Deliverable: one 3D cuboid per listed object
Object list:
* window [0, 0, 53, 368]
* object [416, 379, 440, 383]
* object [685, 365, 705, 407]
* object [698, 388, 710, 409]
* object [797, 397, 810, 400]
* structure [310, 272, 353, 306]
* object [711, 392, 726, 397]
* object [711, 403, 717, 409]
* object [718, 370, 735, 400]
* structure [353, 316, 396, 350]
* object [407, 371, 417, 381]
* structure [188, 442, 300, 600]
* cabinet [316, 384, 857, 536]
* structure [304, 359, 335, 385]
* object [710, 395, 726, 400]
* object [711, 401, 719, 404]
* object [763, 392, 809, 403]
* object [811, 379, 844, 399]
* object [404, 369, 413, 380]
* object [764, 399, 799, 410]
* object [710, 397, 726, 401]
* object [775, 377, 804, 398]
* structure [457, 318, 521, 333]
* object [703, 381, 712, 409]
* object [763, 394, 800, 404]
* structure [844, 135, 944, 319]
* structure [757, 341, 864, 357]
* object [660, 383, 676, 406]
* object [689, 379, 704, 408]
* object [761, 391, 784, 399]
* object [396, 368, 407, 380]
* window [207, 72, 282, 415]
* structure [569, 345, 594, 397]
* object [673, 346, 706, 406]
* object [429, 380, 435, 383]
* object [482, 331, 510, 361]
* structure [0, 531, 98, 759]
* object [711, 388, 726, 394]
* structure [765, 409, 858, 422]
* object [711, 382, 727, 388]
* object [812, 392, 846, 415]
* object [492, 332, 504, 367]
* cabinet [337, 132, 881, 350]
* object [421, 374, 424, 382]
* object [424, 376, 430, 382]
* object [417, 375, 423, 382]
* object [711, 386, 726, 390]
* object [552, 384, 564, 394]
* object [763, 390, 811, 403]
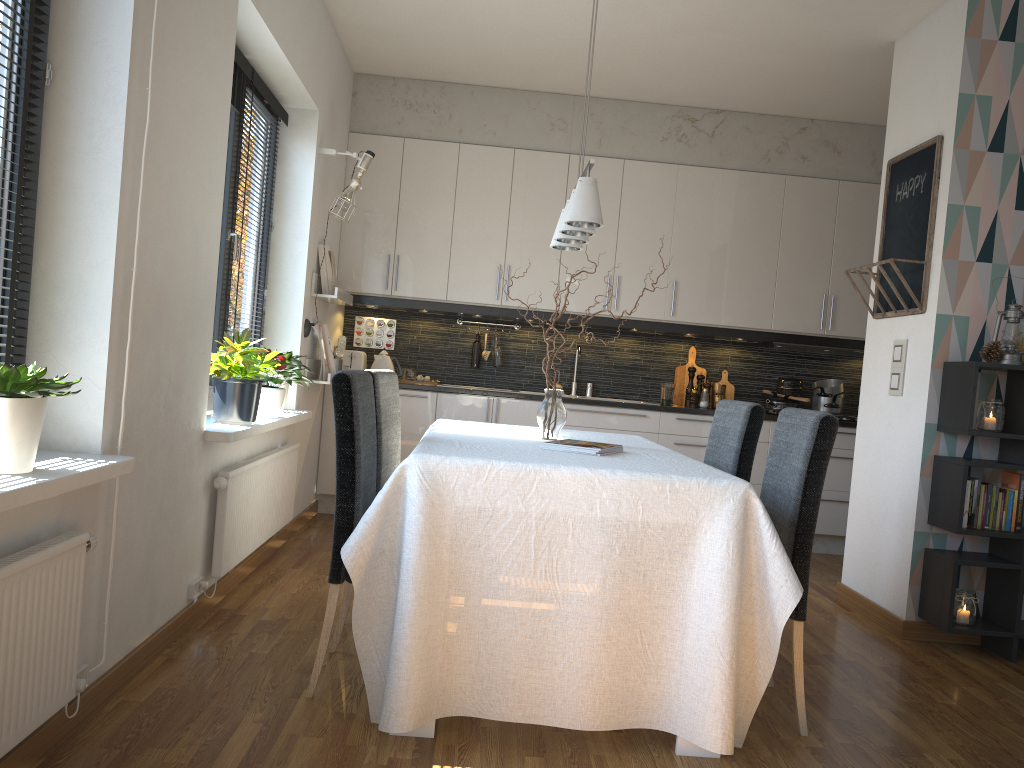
[{"bbox_3d":[-13.087,0.540,1.721,21.817,18.378,12.974,6,2,28],"label":"window"},{"bbox_3d":[-0.589,-0.025,6.032,0.248,0.017,0.024,6,1,32],"label":"object"},{"bbox_3d":[1.238,0.014,5.992,0.123,0.283,0.061,5,2,-2],"label":"object"},{"bbox_3d":[1.275,0.093,5.870,0.069,0.135,0.069,4,2,-27],"label":"object"},{"bbox_3d":[1.844,0.093,5.979,0.065,0.021,0.336,4,1,-44],"label":"object"},{"bbox_3d":[-1.034,-0.544,5.135,0.147,0.129,0.594,5,1,-2],"label":"structure"},{"bbox_3d":[1.384,0.069,5.961,0.099,0.057,0.101,5,1,9],"label":"object"},{"bbox_3d":[1.385,0.151,5.963,0.100,0.036,0.100,6,1,30],"label":"object"},{"bbox_3d":[1.477,0.039,6.178,0.146,0.273,0.043,5,2,-2],"label":"object"},{"bbox_3d":[-0.942,-0.349,6.072,0.279,0.210,0.045,5,2,-2],"label":"structure"},{"bbox_3d":[-0.671,-0.053,5.937,0.065,0.064,0.065,5,1,-2],"label":"object"},{"bbox_3d":[-1.108,0.543,3.839,0.078,0.460,1.456,5,1,-1],"label":"structure"},{"bbox_3d":[0.912,0.521,5.603,4.223,0.691,0.040,5,2,-2],"label":"cabinet"},{"bbox_3d":[-1.075,-0.073,5.148,0.147,0.129,0.594,5,1,-2],"label":"structure"},{"bbox_3d":[1.384,0.091,5.963,0.099,0.043,0.100,5,1,-15],"label":"object"},{"bbox_3d":[1.385,0.129,5.961,0.100,0.048,0.099,5,1,16],"label":"object"},{"bbox_3d":[1.824,0.088,5.930,0.064,0.044,0.334,4,1,-41],"label":"object"},{"bbox_3d":[2.088,0.040,5.996,0.371,0.169,0.202,4,1,-30],"label":"object"},{"bbox_3d":[-0.705,-0.063,6.003,0.071,0.076,0.071,5,1,-2],"label":"object"},{"bbox_3d":[1.782,0.137,6.014,0.351,0.061,0.232,5,1,-29],"label":"object"},{"bbox_3d":[1.384,0.112,5.961,0.099,0.051,0.099,5,1,-16],"label":"object"},{"bbox_3d":[1.895,0.034,6.062,0.197,0.159,0.190,6,2,44],"label":"object"},{"bbox_3d":[-0.160,-0.396,6.089,0.443,0.081,0.067,5,1,-2],"label":"structure"},{"bbox_3d":[1.303,0.070,5.940,0.058,0.184,0.058,6,2,30],"label":"object"},{"bbox_3d":[1.808,0.105,5.994,0.243,0.082,0.347,6,1,34],"label":"object"},{"bbox_3d":[1.737,-0.705,4.088,0.185,0.775,0.495,5,1,-2],"label":"structure"},{"bbox_3d":[2.032,-0.284,6.031,0.623,0.148,0.362,5,1,-2],"label":"structure"},{"bbox_3d":[1.006,0.068,5.757,0.102,0.146,0.102,5,1,-2],"label":"object"},{"bbox_3d":[1.226,0.060,5.910,0.080,0.192,0.058,4,2,-18],"label":"object"},{"bbox_3d":[1.822,0.092,5.995,0.246,0.080,0.356,5,1,1],"label":"object"},{"bbox_3d":[-0.739,-0.065,5.914,0.071,0.076,0.071,5,1,-10],"label":"object"},{"bbox_3d":[-1.260,-0.651,3.890,0.119,1.588,1.560,5,1,-2],"label":"window"},{"bbox_3d":[0.502,-0.085,6.053,0.167,0.347,0.195,5,2,-10],"label":"structure"},{"bbox_3d":[1.242,-0.056,6.173,0.219,0.420,0.029,5,2,-2],"label":"object"},{"bbox_3d":[-0.610,-0.024,6.019,0.248,0.015,0.024,6,1,42],"label":"object"},{"bbox_3d":[-0.111,-0.255,6.087,0.188,0.204,0.072,5,2,-15],"label":"object"},{"bbox_3d":[-1.021,0.586,1.548,0.078,0.460,1.456,5,1,-4],"label":"structure"},{"bbox_3d":[1.385,0.051,5.957,0.100,0.036,0.100,5,1,-9],"label":"object"},{"bbox_3d":[1.985,0.208,5.911,0.662,0.041,0.500,5,1,-2],"label":"structure"},{"bbox_3d":[1.389,0.014,5.955,0.100,0.047,0.099,5,1,-7],"label":"object"},{"bbox_3d":[2.178,0.127,5.972,0.200,0.154,0.347,5,1,-23],"label":"object"},{"bbox_3d":[-0.091,-0.234,6.075,0.093,0.242,0.073,4,2,-29],"label":"object"},{"bbox_3d":[1.018,-0.882,5.925,4.235,1.070,0.458,5,2,-2],"label":"cabinet"},{"bbox_3d":[-0.610,-0.041,5.963,0.043,0.050,0.044,6,2,40],"label":"object"},{"bbox_3d":[-0.569,-0.033,5.929,0.043,0.043,0.044,5,1,-5],"label":"object"},{"bbox_3d":[-0.613,-0.036,5.903,0.045,0.045,0.046,5,1,1],"label":"object"},{"bbox_3d":[1.386,0.034,5.956,0.100,0.036,0.100,5,1,26],"label":"object"},{"bbox_3d":[0.313,0.035,6.085,0.097,0.065,0.099,5,1,-11],"label":"object"},{"bbox_3d":[1.835,0.082,5.942,0.334,0.061,0.059,6,1,41],"label":"object"}]
